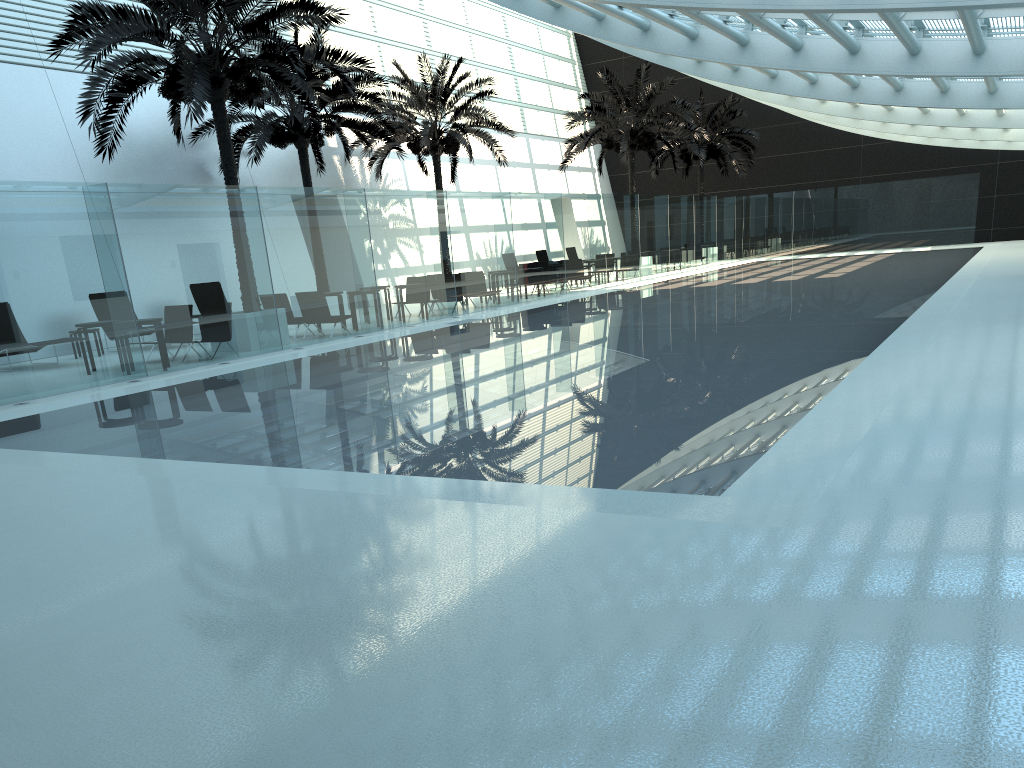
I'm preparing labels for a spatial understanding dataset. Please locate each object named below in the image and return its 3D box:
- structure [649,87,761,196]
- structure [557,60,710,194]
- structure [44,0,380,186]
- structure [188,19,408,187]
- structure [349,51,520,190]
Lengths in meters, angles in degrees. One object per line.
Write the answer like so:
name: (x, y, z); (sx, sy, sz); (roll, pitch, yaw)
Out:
structure: (8.256, -8.798, 37.284); (4.463, 7.331, 4.584); (-2, 16, 8)
structure: (4.258, -7.408, 30.618); (4.810, 7.332, 4.252); (2, 17, 23)
structure: (-5.083, -4.143, 14.919); (4.333, 7.331, 4.725); (-18, 20, -40)
structure: (-5.037, -5.036, 21.160); (4.648, 7.138, 4.078); (-2, 16, 8)
structure: (-2.289, -6.091, 26.170); (4.574, 7.201, 4.146); (-12, 17, -25)
